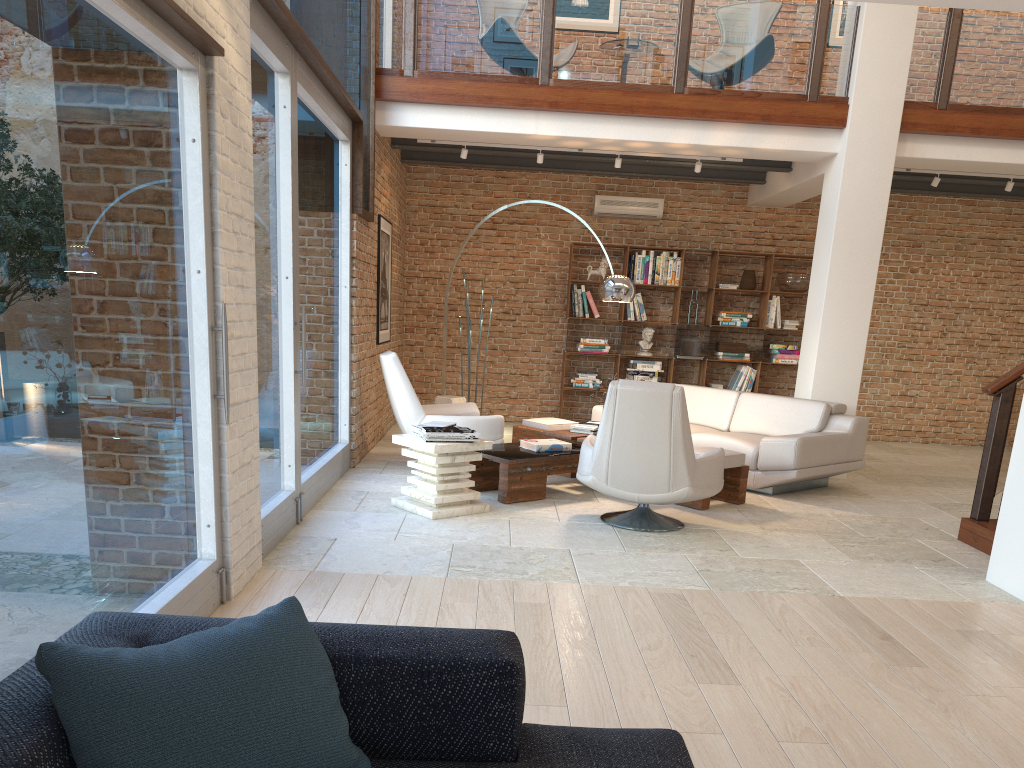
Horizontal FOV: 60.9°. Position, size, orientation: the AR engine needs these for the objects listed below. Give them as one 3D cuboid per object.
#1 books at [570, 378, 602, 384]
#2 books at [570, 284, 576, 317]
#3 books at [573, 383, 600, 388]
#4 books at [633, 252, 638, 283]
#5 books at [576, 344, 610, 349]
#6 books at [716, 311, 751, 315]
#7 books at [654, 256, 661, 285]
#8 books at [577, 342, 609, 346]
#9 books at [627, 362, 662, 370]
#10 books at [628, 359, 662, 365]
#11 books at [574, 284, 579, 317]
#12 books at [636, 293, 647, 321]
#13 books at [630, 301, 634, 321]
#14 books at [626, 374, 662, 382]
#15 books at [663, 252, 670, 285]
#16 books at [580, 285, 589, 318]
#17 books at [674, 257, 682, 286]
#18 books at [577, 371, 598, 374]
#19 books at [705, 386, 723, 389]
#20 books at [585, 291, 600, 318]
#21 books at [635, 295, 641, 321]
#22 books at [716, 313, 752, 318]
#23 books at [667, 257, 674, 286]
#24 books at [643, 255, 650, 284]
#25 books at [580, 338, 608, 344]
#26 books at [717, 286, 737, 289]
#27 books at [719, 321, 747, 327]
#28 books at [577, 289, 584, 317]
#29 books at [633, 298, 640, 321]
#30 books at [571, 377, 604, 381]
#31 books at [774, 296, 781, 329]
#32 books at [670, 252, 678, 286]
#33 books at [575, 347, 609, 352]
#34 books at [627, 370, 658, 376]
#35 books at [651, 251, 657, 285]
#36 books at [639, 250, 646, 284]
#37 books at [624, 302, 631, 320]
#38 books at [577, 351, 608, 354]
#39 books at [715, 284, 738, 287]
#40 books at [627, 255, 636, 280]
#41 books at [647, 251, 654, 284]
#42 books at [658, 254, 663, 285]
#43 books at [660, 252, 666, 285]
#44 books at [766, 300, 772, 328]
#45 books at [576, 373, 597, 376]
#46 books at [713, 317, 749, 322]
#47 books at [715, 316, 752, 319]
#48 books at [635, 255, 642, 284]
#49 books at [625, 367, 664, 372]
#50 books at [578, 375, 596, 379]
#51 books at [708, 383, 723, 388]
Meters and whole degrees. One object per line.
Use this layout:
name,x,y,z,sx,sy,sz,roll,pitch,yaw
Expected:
books,0.909,-0.038,10.785,0.380,0.038,0.236,3,5,-1
books,0.730,-1.005,10.533,0.091,0.398,0.235,3,12,-1
books,0.928,0.011,10.790,0.326,0.057,0.247,4,5,9
books,1.462,-1.384,10.454,0.021,0.372,0.262,3,11,-1
books,0.988,-0.457,10.660,0.380,0.038,0.236,3,5,-8
books,2.688,-0.864,10.597,0.356,0.021,0.263,3,5,-3
books,1.725,-1.354,10.442,0.055,0.341,0.245,3,11,-1
books,0.987,-0.488,10.672,0.356,0.021,0.263,3,5,-3
books,1.635,-0.220,10.752,0.380,0.067,0.236,3,6,-7
books,1.633,-0.272,10.734,0.380,0.038,0.236,3,5,-1
books,0.767,-1.004,10.542,0.091,0.398,0.235,3,12,-1
books,1.549,-0.932,10.558,0.158,0.341,0.245,3,11,-1
books,1.428,-0.964,10.543,0.103,0.397,0.235,3,12,-1
books,1.630,-0.076,10.770,0.380,0.067,0.236,2,6,-14
books,1.831,-1.377,10.452,0.036,0.397,0.235,3,12,-1
books,0.874,-0.995,10.533,0.121,0.395,0.235,3,12,-1
books,1.972,-1.344,10.479,0.055,0.341,0.245,3,11,-1
books,0.932,-0.144,10.758,0.252,0.018,0.157,3,5,-1
books,2.513,0.043,10.835,0.162,0.018,0.244,3,5,-1
books,0.964,-0.961,10.566,0.195,0.330,0.245,3,11,-1
books,1.502,-0.945,10.568,0.125,0.361,0.262,3,11,-1
books,2.689,-0.834,10.586,0.380,0.038,0.236,3,5,-8
books,1.875,-1.347,10.455,0.055,0.341,0.245,3,11,-1
books,1.594,-1.363,10.463,0.055,0.341,0.245,3,11,-1
books,0.997,-0.526,10.660,0.326,0.057,0.247,3,5,1
books,2.577,-1.156,10.460,0.206,0.035,0.128,3,5,-1
books,2.687,-0.732,10.622,0.326,0.057,0.247,4,5,9
books,0.817,-0.977,10.568,0.102,0.346,0.245,3,11,-1
books,1.480,-0.945,10.559,0.125,0.361,0.262,3,11,-1
books,0.927,-0.064,10.769,0.380,0.019,0.236,2,5,-9
books,3.212,-0.873,10.614,0.101,0.397,0.235,3,12,-1
books,1.925,-1.372,10.455,0.036,0.397,0.235,3,12,-1
books,0.975,-0.422,10.676,0.380,0.038,0.236,3,5,-6
books,1.606,-0.138,10.743,0.327,0.057,0.247,3,5,-6
books,1.680,-1.385,10.448,0.036,0.397,0.235,3,12,-1
books,1.549,-1.392,10.440,0.036,0.397,0.235,3,12,-1
books,1.390,-0.969,10.565,0.101,0.397,0.235,3,12,-1
books,0.982,-0.393,10.689,0.356,0.021,0.263,3,5,-1
books,2.572,-1.183,10.460,0.236,0.019,0.165,2,5,-8
books,1.423,-1.372,10.458,0.055,0.341,0.245,3,11,-1
books,1.643,-1.387,10.437,0.036,0.397,0.235,3,12,-1
books,1.764,-1.367,10.454,0.021,0.372,0.262,3,11,-1
books,1.794,-1.380,10.464,0.036,0.397,0.235,3,12,-1
books,3.080,-0.850,10.596,0.055,0.341,0.245,3,11,-1
books,0.922,-0.119,10.785,0.236,0.019,0.165,2,5,-8
books,2.668,-0.781,10.617,0.380,0.038,0.236,3,5,-1
books,2.686,-0.807,10.601,0.380,0.019,0.236,2,5,-9
books,1.501,-1.366,10.442,0.055,0.341,0.245,3,11,-1
books,1.624,-0.176,10.745,0.444,0.021,0.263,3,5,-1
books,0.926,-0.092,10.785,0.206,0.035,0.128,3,5,-1
books,2.528,0.018,10.833,0.132,0.035,0.199,3,5,-6
